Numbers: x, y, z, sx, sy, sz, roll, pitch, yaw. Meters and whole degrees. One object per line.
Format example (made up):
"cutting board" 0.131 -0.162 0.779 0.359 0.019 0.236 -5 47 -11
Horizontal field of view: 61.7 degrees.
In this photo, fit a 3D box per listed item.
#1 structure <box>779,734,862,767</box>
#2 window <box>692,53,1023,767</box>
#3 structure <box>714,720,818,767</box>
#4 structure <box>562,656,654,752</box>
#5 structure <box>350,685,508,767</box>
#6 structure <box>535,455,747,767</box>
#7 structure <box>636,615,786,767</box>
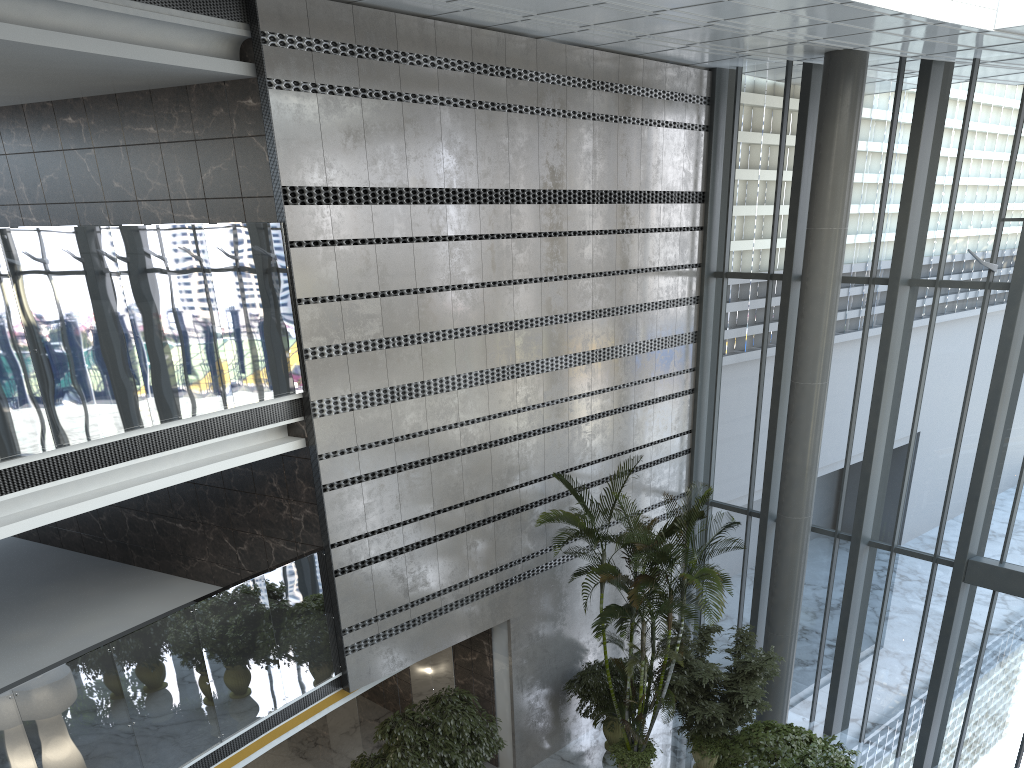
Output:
"structure" 3.419 4.975 9.804 1.373 2.172 1.127 -8 21 -17
"window" 0.737 1.527 4.869 18.398 11.127 12.505 -9 18 -29
"structure" 3.218 4.996 10.704 1.419 1.779 1.462 3 19 13
"structure" 1.429 4.697 12.565 1.397 1.708 1.023 -2 20 -2
"structure" -1.012 4.868 10.663 2.023 2.183 1.478 -6 20 -13
"structure" 1.618 3.290 10.979 2.387 5.139 2.337 -17 26 -35
"structure" 2.762 4.394 11.864 1.791 2.535 1.757 9 22 29
